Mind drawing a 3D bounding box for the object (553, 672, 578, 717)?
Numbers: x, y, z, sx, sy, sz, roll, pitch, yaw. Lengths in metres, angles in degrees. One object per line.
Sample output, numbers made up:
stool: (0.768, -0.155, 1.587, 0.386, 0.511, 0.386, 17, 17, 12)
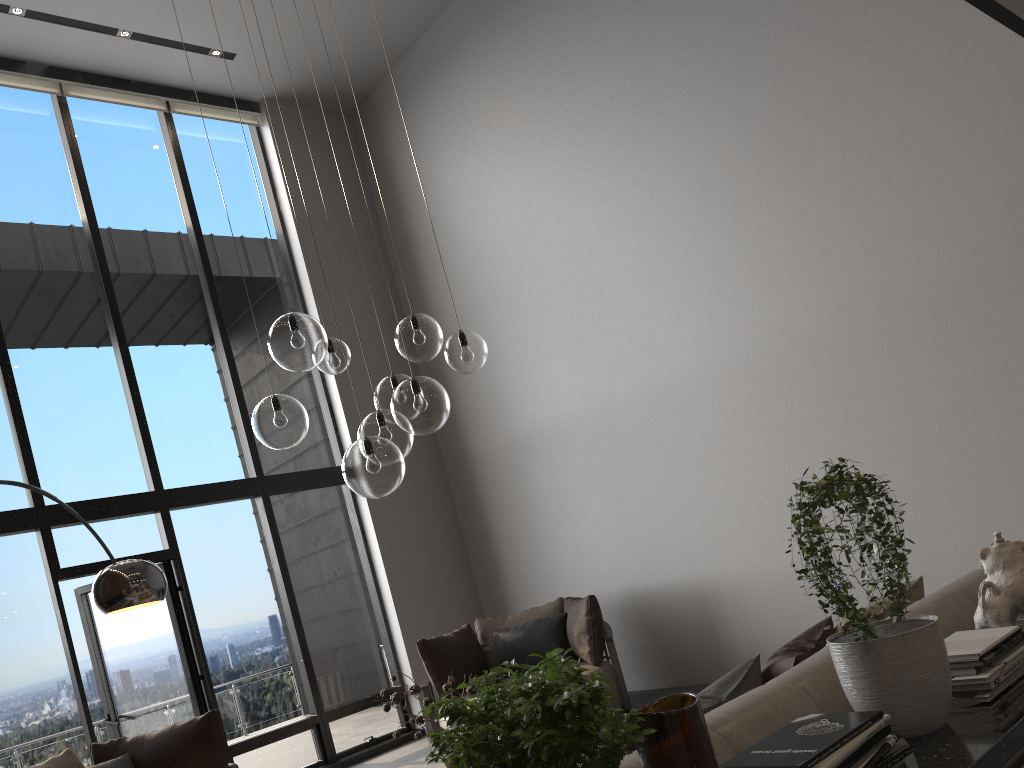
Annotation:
object: (0.161, 1.447, 3.801, 0.312, 0.393, 0.328, -12, -7, -24)

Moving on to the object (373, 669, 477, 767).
object: (-0.325, 1.428, 3.578, 0.322, 0.595, 0.543, -17, -7, 17)

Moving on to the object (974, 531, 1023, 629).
object: (1.250, 0.523, 2.223, 0.204, 0.287, 0.139, -13, -5, -24)

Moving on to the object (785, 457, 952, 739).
object: (0.725, 0.419, 1.770, 0.220, 0.569, 0.382, -17, -6, 27)

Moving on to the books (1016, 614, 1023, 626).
books: (1.508, 0.612, 2.421, 0.290, 0.053, 0.189, -6, -14, -38)

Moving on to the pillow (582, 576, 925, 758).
pillow: (0.607, 0.995, 2.421, 1.918, 0.492, 0.558, -4, -13, -43)

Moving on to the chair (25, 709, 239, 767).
chair: (-1.942, 2.235, 4.345, 1.466, 0.888, 1.484, -12, -10, -16)

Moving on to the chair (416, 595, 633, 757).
chair: (0.082, 2.163, 6.577, 1.424, 0.888, 1.527, -11, -10, -26)

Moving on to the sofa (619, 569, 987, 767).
sofa: (0.072, 1.346, 2.517, 3.204, 0.808, 1.933, -5, -14, -42)

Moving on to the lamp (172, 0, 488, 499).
lamp: (-1.105, -1.871, 3.849, 1.263, 4.940, 1.211, -18, -4, 44)

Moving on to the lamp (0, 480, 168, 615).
lamp: (-2.389, 1.614, 4.343, 2.070, 2.308, 0.317, -18, -4, 24)

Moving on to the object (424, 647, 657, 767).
object: (0.053, 0.545, 1.118, 0.311, 0.403, 0.274, -16, -6, 7)

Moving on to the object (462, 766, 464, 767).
object: (-0.214, 1.525, 3.224, 0.151, 0.208, 0.079, -11, -5, -33)

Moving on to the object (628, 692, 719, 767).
object: (0.258, 0.601, 1.293, 0.107, 0.265, 0.112, -12, -5, -37)

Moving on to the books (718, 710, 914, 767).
books: (0.547, 0.657, 1.522, 0.321, 0.098, 0.211, -5, -14, -42)

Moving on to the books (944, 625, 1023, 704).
books: (1.025, 0.626, 1.957, 0.344, 0.098, 0.200, -5, -14, -43)
